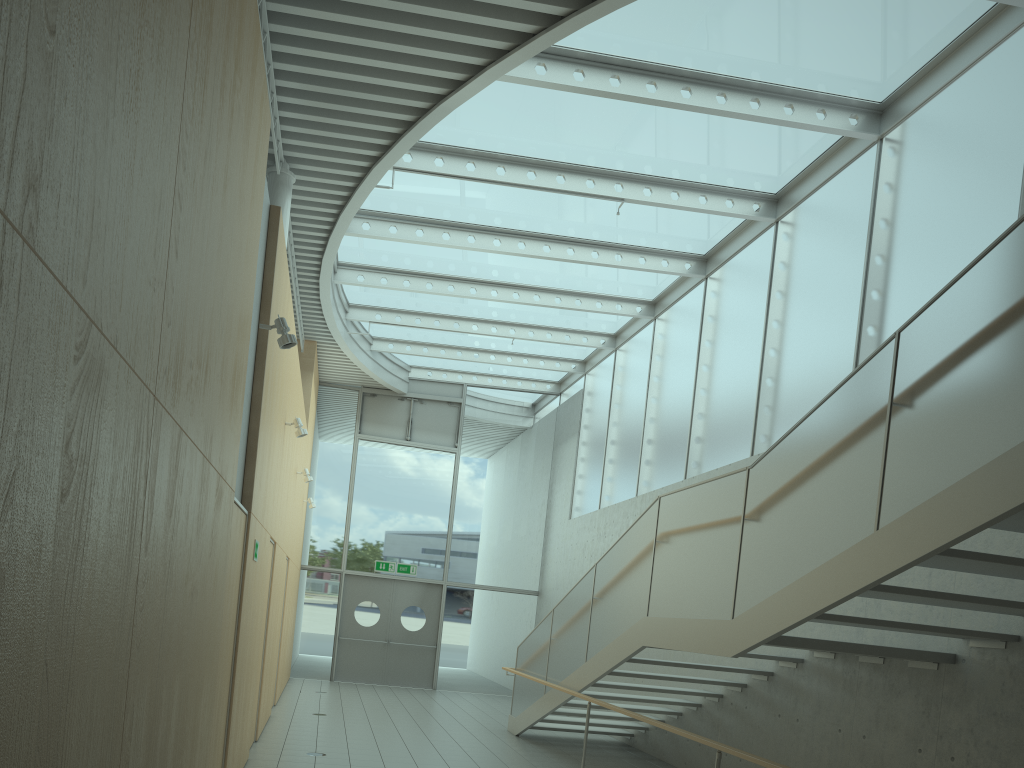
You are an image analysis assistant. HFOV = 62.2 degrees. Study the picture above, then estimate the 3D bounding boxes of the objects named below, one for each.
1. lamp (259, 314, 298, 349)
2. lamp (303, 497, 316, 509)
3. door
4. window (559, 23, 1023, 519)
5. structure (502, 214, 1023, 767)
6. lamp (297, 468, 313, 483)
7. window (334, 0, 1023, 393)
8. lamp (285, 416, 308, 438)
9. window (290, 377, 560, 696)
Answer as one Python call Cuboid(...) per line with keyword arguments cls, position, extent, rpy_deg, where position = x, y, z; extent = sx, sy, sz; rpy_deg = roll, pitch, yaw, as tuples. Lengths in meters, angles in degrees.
Cuboid(cls="lamp", position=(-1.448, -0.328, 5.298), extent=(0.237, 0.195, 0.140), rpy_deg=(11, -7, -31))
Cuboid(cls="lamp", position=(-3.399, 1.997, 14.279), extent=(0.237, 0.195, 0.140), rpy_deg=(11, -7, -31))
Cuboid(cls="door", position=(-2.405, 4.864, 16.631), extent=(1.937, 2.105, 0.174), rpy_deg=(7, 1, -12))
Cuboid(cls="window", position=(2.037, 0.118, 11.741), extent=(0.030, 2.705, 15.995), rpy_deg=(6, -15, -11))
Cuboid(cls="structure", position=(2.206, 1.516, 5.898), extent=(1.898, 4.153, 12.886), rpy_deg=(6, -14, -11))
Cuboid(cls="lamp", position=(-2.731, 1.201, 11.205), extent=(0.237, 0.195, 0.140), rpy_deg=(11, -7, -31))
Cuboid(cls="window", position=(-0.235, 1.323, 11.299), extent=(4.817, 6.186, 16.169), rpy_deg=(7, -13, -11))
Cuboid(cls="lamp", position=(-2.068, 0.411, 8.152), extent=(0.237, 0.195, 0.140), rpy_deg=(11, -7, -31))
Cuboid(cls="window", position=(-1.639, 2.937, 16.730), extent=(4.894, 6.280, 0.109), rpy_deg=(7, 1, -12))
